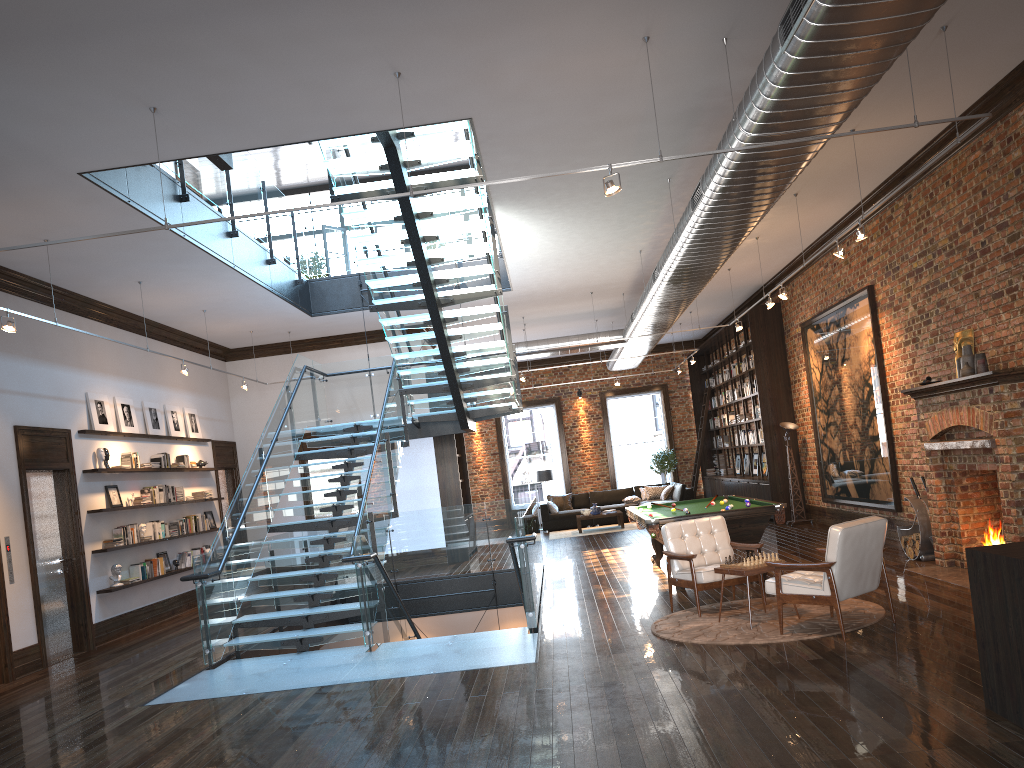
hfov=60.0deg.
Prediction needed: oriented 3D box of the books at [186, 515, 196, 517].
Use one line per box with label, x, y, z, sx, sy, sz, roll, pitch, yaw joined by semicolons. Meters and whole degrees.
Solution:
books;-5.030;2.197;13.920;0.149;0.272;0.021;-7;-1;3

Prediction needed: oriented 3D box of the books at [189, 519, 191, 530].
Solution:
books;-5.056;2.210;13.739;0.156;0.218;0.013;-7;-1;3

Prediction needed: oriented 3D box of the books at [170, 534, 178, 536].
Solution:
books;-5.061;2.242;13.103;0.142;0.011;0.257;-7;-6;0

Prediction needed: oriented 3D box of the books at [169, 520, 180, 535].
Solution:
books;-5.060;2.164;13.314;0.142;0.228;0.014;-7;-1;3

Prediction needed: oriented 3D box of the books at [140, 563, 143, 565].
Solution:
books;-5.066;2.554;12.062;0.114;0.219;0.022;-7;-1;3

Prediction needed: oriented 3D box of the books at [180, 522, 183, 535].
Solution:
books;-5.044;2.180;13.344;0.164;0.197;0.029;-7;-1;3

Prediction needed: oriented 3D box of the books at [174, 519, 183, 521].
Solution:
books;-5.049;2.174;13.437;0.133;0.228;0.025;-7;-1;3

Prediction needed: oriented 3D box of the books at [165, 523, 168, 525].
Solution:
books;-5.079;2.135;12.926;0.143;0.213;0.042;-7;-1;3

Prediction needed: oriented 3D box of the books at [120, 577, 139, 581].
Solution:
books;-5.071;2.587;11.762;0.142;0.011;0.255;-7;-6;3

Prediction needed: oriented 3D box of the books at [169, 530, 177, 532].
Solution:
books;-5.068;2.178;13.104;0.142;0.011;0.257;-7;-6;0

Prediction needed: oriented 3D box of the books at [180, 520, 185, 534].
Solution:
books;-5.035;2.175;13.393;0.164;0.216;0.012;-7;-1;3

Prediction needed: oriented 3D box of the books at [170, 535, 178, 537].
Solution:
books;-5.059;2.253;13.103;0.142;0.011;0.257;-7;-6;5

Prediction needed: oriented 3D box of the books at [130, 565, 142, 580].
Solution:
books;-5.061;2.546;11.936;0.133;0.209;0.024;-7;-1;3

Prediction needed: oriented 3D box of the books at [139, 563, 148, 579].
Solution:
books;-5.049;2.553;12.077;0.152;0.221;0.011;-7;-1;3

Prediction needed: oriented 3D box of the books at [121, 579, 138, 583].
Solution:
books;-5.065;2.608;11.762;0.142;0.011;0.257;-7;-6;0

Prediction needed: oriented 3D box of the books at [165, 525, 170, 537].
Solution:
books;-5.068;2.147;12.907;0.138;0.184;0.053;-7;-1;3

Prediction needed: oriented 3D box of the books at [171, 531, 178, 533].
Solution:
books;-5.068;2.199;13.104;0.141;0.011;0.287;-7;-6;4

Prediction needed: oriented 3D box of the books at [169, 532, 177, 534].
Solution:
books;-5.063;2.210;13.103;0.142;0.011;0.257;-7;-6;-1

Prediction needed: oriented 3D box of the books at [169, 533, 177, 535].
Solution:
books;-5.063;2.220;13.103;0.142;0.011;0.257;-7;-6;0

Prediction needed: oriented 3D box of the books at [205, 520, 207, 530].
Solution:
books;-4.988;2.275;14.235;0.169;0.169;0.017;-7;-1;3

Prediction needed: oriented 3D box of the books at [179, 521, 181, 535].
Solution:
books;-5.055;2.175;13.325;0.154;0.206;0.010;-7;-1;3

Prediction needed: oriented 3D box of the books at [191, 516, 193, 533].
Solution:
books;-5.029;2.192;13.793;0.128;0.259;0.035;-7;-1;3

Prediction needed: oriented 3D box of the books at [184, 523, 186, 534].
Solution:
books;-5.049;2.207;13.512;0.132;0.178;0.035;-7;-1;3

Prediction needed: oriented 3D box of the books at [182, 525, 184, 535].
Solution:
books;-5.043;2.193;13.373;0.157;0.177;0.029;-7;-1;3

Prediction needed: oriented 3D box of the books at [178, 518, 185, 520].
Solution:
books;-5.057;2.184;13.614;0.095;0.246;0.025;-7;-1;3

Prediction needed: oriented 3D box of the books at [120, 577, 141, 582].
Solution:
books;-5.064;2.597;11.762;0.141;0.011;0.288;-7;-6;6

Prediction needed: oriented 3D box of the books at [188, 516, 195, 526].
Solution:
books;-5.029;2.196;13.843;0.144;0.259;0.019;-7;-1;3

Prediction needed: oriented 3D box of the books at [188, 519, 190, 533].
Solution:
books;-5.048;2.201;13.691;0.142;0.224;0.014;-7;-1;3

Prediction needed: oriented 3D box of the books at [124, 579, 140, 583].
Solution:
books;-5.067;2.619;11.762;0.142;0.011;0.255;-7;-6;3

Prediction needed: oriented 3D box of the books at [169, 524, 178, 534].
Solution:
books;-5.067;2.188;13.282;0.128;0.175;0.050;-7;-1;3

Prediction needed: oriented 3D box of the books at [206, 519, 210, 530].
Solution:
books;-4.990;2.280;14.359;0.156;0.185;0.051;-7;-1;3

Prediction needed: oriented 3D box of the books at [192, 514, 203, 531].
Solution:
books;-5.012;2.210;14.117;0.145;0.281;0.006;-7;-1;3

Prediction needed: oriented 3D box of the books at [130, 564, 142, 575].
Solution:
books;-5.068;2.541;11.964;0.126;0.225;0.031;-7;-1;3

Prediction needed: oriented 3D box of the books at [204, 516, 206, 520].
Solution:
books;-5.008;2.248;14.293;0.157;0.238;0.006;-7;-1;3

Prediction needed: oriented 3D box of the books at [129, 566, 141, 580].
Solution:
books;-5.068;2.548;11.919;0.131;0.203;0.011;-7;-1;3

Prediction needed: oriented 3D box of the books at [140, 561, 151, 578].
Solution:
books;-5.048;2.563;12.212;0.140;0.225;0.060;-7;-1;3

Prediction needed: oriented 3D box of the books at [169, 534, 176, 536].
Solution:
books;-5.060;2.231;13.103;0.142;0.011;0.257;-7;-6;-1

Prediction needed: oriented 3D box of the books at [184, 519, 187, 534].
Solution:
books;-5.048;2.189;13.589;0.115;0.229;0.025;-7;-1;3

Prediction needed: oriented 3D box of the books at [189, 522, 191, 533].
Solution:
books;-5.046;2.209;13.724;0.128;0.215;0.014;-7;-1;3

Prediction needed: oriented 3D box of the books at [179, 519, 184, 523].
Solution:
books;-5.059;2.183;13.537;0.119;0.232;0.014;-7;-1;3

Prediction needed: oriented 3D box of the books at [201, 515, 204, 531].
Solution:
books;-5.013;2.227;14.148;0.169;0.254;0.035;-7;-1;3

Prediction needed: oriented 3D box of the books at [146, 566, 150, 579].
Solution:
books;-5.034;2.579;12.097;0.167;0.168;0.029;-7;-1;3

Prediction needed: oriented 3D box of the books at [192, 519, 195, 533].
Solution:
books;-5.029;2.222;13.826;0.159;0.204;0.015;-7;-1;3

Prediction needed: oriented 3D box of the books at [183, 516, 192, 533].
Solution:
books;-5.034;2.190;13.768;0.128;0.259;0.035;-7;-1;3

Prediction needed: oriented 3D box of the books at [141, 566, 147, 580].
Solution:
books;-5.038;2.562;11.993;0.167;0.183;0.029;-7;-1;3

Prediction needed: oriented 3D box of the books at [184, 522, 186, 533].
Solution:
books;-5.051;2.209;13.549;0.128;0.181;0.012;-7;-1;3

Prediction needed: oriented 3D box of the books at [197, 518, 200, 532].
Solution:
books;-5.006;2.228;13.961;0.166;0.213;0.027;-7;-1;3

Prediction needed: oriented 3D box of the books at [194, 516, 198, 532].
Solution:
books;-5.014;2.201;13.907;0.161;0.258;0.019;-7;-1;3

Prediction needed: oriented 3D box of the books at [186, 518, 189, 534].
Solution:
books;-5.041;2.189;13.633;0.136;0.235;0.014;-7;-1;3

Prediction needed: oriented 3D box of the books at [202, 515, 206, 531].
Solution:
books;-4.997;2.233;14.192;0.169;0.246;0.013;-7;-1;3

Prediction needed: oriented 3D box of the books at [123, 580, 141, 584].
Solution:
books;-5.062;2.629;11.762;0.141;0.011;0.288;-7;-6;5

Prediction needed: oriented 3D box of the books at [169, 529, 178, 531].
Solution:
books;-5.068;2.167;13.104;0.142;0.011;0.257;-7;-6;6

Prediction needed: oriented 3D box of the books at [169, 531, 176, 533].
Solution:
books;-5.063;2.188;13.103;0.141;0.011;0.289;-7;-6;-2

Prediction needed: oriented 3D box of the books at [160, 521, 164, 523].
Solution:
books;-5.097;2.114;12.866;0.124;0.248;0.010;-7;-1;3
